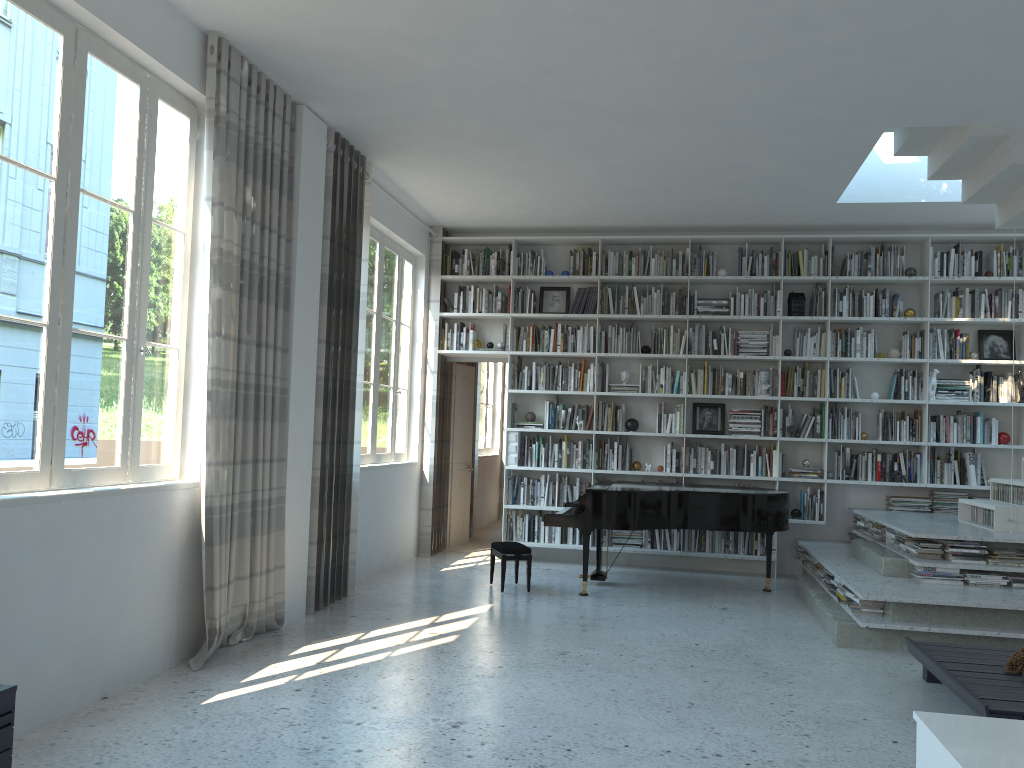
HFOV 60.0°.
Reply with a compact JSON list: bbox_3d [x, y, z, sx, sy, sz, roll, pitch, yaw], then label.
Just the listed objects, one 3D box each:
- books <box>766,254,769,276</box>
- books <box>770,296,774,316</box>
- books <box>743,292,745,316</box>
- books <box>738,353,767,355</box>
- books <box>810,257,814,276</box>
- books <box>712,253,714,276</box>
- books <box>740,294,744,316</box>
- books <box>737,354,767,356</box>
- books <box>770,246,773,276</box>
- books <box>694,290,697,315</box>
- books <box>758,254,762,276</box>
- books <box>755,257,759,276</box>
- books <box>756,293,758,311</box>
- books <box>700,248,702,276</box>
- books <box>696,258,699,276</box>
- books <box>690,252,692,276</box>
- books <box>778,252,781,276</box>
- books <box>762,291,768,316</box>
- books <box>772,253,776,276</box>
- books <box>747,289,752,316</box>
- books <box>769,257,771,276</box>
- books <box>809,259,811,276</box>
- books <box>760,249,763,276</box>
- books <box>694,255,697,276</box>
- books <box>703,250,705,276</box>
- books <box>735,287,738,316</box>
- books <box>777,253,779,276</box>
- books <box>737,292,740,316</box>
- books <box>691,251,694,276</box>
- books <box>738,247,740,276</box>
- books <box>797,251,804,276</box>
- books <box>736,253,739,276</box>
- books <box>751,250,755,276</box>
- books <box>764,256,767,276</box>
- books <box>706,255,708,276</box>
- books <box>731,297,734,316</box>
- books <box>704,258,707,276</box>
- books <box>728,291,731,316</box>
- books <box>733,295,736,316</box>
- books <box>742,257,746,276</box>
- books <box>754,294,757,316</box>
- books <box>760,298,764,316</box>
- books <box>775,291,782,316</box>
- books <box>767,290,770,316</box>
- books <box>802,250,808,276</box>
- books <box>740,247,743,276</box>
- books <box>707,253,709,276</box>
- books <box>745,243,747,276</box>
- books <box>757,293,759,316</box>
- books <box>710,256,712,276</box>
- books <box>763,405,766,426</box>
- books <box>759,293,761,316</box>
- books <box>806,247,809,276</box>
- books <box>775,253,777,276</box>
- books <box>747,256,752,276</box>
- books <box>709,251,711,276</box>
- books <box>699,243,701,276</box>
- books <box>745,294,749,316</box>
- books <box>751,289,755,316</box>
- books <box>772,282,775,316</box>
[{"bbox_3d":[2.401,-1.090,8.349,0.026,0.233,0.137,2,-3,11],"label":"books"},{"bbox_3d":[2.424,-0.708,8.296,0.029,0.202,0.191,2,-3,11],"label":"books"},{"bbox_3d":[2.185,-0.735,8.358,0.012,0.244,0.131,2,-3,11],"label":"books"},{"bbox_3d":[2.253,-0.275,8.319,0.254,0.012,0.161,1,-3,14],"label":"books"},{"bbox_3d":[2.783,-1.066,8.245,0.024,0.201,0.180,2,-3,11],"label":"books"},{"bbox_3d":[1.911,-1.110,8.436,0.013,0.249,0.148,2,-3,11],"label":"books"},{"bbox_3d":[2.163,-0.722,8.349,0.027,0.216,0.190,2,-3,11],"label":"books"},{"bbox_3d":[2.252,-0.263,8.317,0.254,0.012,0.161,2,-3,7],"label":"books"},{"bbox_3d":[2.432,-1.127,8.332,0.012,0.308,0.138,2,-3,11],"label":"books"},{"bbox_3d":[1.741,-0.749,8.416,0.021,0.249,0.191,2,-3,11],"label":"books"},{"bbox_3d":[2.328,-1.094,8.340,0.023,0.236,0.154,2,-3,11],"label":"books"},{"bbox_3d":[2.298,-1.078,8.340,0.033,0.203,0.166,2,-3,11],"label":"books"},{"bbox_3d":[2.299,-0.729,8.342,0.011,0.239,0.139,2,-3,11],"label":"books"},{"bbox_3d":[1.802,-1.137,8.447,0.010,0.296,0.153,2,-3,11],"label":"books"},{"bbox_3d":[1.767,-1.088,8.443,0.026,0.194,0.166,2,-3,11],"label":"books"},{"bbox_3d":[1.704,-1.118,8.470,0.012,0.254,0.161,2,-3,11],"label":"books"},{"bbox_3d":[2.503,-1.100,8.318,0.022,0.257,0.137,2,-3,11],"label":"books"},{"bbox_3d":[2.366,-0.733,8.306,0.032,0.248,0.173,2,-3,11],"label":"books"},{"bbox_3d":[2.449,-1.095,8.319,0.028,0.244,0.161,2,-3,11],"label":"books"},{"bbox_3d":[2.235,-0.747,8.360,0.029,0.273,0.140,2,-3,11],"label":"books"},{"bbox_3d":[2.419,-1.075,8.339,0.014,0.204,0.135,2,-3,11],"label":"books"},{"bbox_3d":[2.760,-1.056,8.248,0.022,0.180,0.173,2,-3,11],"label":"books"},{"bbox_3d":[2.342,-1.112,8.323,0.010,0.270,0.180,2,-3,11],"label":"books"},{"bbox_3d":[1.746,-1.104,8.460,0.023,0.227,0.157,2,-3,11],"label":"books"},{"bbox_3d":[1.820,-1.122,8.428,0.011,0.264,0.163,2,-3,11],"label":"books"},{"bbox_3d":[2.112,-0.758,8.347,0.011,0.284,0.190,2,-3,11],"label":"books"},{"bbox_3d":[2.484,-1.091,8.314,0.014,0.238,0.153,2,-3,11],"label":"books"},{"bbox_3d":[2.130,-0.733,8.358,0.021,0.237,0.171,2,-3,11],"label":"books"},{"bbox_3d":[1.719,-1.118,8.447,0.026,0.253,0.185,2,-3,11],"label":"books"},{"bbox_3d":[2.140,-1.127,8.370,0.014,0.292,0.176,2,-3,11],"label":"books"},{"bbox_3d":[2.684,-1.095,8.263,0.054,0.254,0.191,2,-3,11],"label":"books"},{"bbox_3d":[2.130,-1.103,8.389,0.012,0.245,0.151,2,-3,11],"label":"books"},{"bbox_3d":[2.273,-1.111,8.366,0.028,0.269,0.140,2,-3,11],"label":"books"},{"bbox_3d":[2.368,-1.077,8.310,0.023,0.202,0.193,2,-3,11],"label":"books"},{"bbox_3d":[1.856,-1.103,8.453,0.006,0.233,0.136,2,-3,11],"label":"books"},{"bbox_3d":[2.071,-0.710,8.364,0.025,0.187,0.193,2,-3,11],"label":"books"},{"bbox_3d":[1.837,-1.086,8.435,0.023,0.195,0.172,2,-3,11],"label":"books"},{"bbox_3d":[2.055,-0.743,8.373,0.012,0.254,0.161,2,-3,11],"label":"books"},{"bbox_3d":[2.101,-0.725,8.389,0.024,0.223,0.128,2,-3,11],"label":"books"},{"bbox_3d":[2.185,-1.083,8.380,0.031,0.208,0.147,2,-3,11],"label":"books"},{"bbox_3d":[2.277,-0.722,8.321,0.023,0.223,0.190,2,-3,11],"label":"books"},{"bbox_3d":[2.335,-0.704,8.311,0.029,0.188,0.176,2,-3,11],"label":"books"},{"bbox_3d":[2.468,-0.728,8.232,0.037,0.237,0.272,2,-3,11],"label":"books"},{"bbox_3d":[2.399,-0.738,8.316,0.029,0.261,0.133,2,-3,11],"label":"books"},{"bbox_3d":[2.730,-1.103,8.276,0.030,0.274,0.151,2,-3,11],"label":"books"},{"bbox_3d":[2.164,-1.128,8.374,0.011,0.296,0.157,2,-3,11],"label":"books"},{"bbox_3d":[1.864,-1.111,8.439,0.014,0.248,0.139,2,-3,11],"label":"books"},{"bbox_3d":[2.203,-1.145,8.357,0.010,0.331,0.186,2,-3,11],"label":"books"},{"bbox_3d":[2.307,-0.725,8.328,0.010,0.230,0.152,2,-3,11],"label":"books"},{"bbox_3d":[1.888,-1.097,8.423,0.016,0.219,0.144,2,-3,11],"label":"books"},{"bbox_3d":[2.359,0.345,8.290,0.011,0.299,0.130,2,-3,11],"label":"books"},{"bbox_3d":[2.317,-0.725,8.320,0.012,0.230,0.158,2,-3,11],"label":"books"},{"bbox_3d":[2.746,-1.115,8.256,0.010,0.297,0.167,2,-3,11],"label":"books"},{"bbox_3d":[2.472,-1.094,8.326,0.014,0.244,0.145,2,-3,11],"label":"books"},{"bbox_3d":[2.231,-1.084,8.354,0.050,0.211,0.173,2,-3,11],"label":"books"},{"bbox_3d":[1.876,-1.119,8.430,0.013,0.264,0.147,2,-3,11],"label":"books"},{"bbox_3d":[1.792,-1.159,8.455,0.014,0.341,0.145,2,-3,11],"label":"books"},{"bbox_3d":[2.203,-0.722,8.345,0.028,0.219,0.183,2,-3,11],"label":"books"},{"bbox_3d":[2.257,-0.746,8.335,0.023,0.269,0.185,2,-3,11],"label":"books"},{"bbox_3d":[2.448,-0.773,8.304,0.012,0.334,0.156,2,-3,11],"label":"books"}]
